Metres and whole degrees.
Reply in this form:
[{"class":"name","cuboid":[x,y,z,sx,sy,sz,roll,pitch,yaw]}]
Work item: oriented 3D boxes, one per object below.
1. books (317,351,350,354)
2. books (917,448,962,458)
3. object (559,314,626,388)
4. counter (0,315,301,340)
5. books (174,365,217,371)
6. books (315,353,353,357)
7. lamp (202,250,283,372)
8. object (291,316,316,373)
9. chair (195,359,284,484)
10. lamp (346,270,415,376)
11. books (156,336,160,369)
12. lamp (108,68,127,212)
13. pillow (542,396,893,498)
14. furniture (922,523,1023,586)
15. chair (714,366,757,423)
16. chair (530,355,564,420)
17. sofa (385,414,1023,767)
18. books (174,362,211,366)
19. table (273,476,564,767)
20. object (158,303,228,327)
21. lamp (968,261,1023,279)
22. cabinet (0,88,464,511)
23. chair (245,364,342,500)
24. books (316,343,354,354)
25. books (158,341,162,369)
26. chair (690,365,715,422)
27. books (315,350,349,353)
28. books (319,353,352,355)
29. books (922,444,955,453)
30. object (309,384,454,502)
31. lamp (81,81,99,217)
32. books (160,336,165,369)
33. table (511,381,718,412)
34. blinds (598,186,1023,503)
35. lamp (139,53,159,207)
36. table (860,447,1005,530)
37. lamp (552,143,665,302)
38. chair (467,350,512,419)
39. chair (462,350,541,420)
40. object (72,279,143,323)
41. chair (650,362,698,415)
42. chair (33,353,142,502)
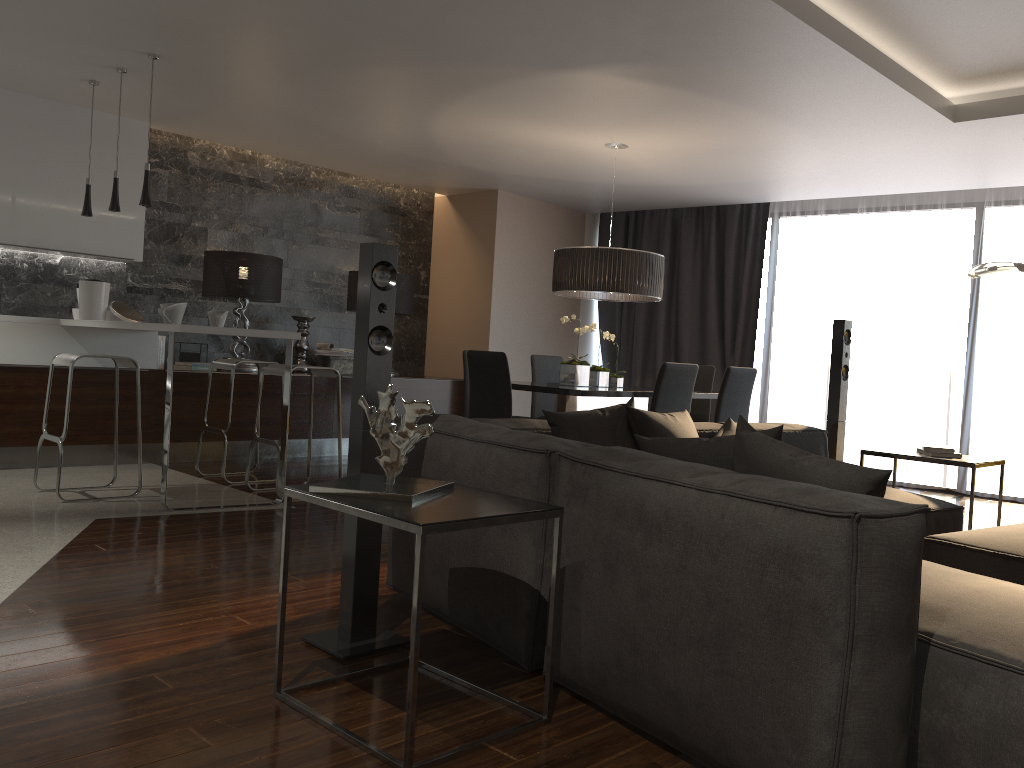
[{"class":"books","cuboid":[-1.585,-0.279,7.816,0.258,0.011,0.313,3,2,-8]},{"class":"books","cuboid":[2.250,0.364,4.641,0.162,0.023,0.233,4,2,5]},{"class":"object","cuboid":[0.566,-0.236,6.336,0.294,0.501,0.605,5,2,41]},{"class":"counter","cuboid":[-3.604,-0.402,4.382,2.548,0.041,4.251,5,3,45]},{"class":"books","cuboid":[-2.389,-0.121,6.632,0.173,0.034,0.252,4,2,23]},{"class":"books","cuboid":[-1.577,-0.257,7.815,0.253,0.011,0.319,4,2,2]},{"class":"lamp","cuboid":[-2.203,-0.579,7.154,0.563,0.933,0.622,4,1,35]},{"class":"object","cuboid":[-1.814,-0.343,7.605,0.209,0.485,0.208,4,1,2]},{"class":"chair","cuboid":[-1.818,0.240,5.951,0.398,0.800,0.454,5,2,44]},{"class":"lamp","cuboid":[-1.229,-0.550,8.139,0.614,0.933,0.571,3,1,-19]},{"class":"books","cuboid":[-2.661,-0.240,6.521,0.165,0.243,0.020,5,1,44]},{"class":"lamp","cuboid":[-2.347,-1.451,5.243,0.055,0.845,0.061,4,1,45]},{"class":"pillow","cuboid":[0.582,0.272,3.200,1.043,0.431,2.127,4,2,9]},{"class":"furniture","cuboid":[2.202,0.759,3.134,1.155,0.439,1.037,2,2,-36]},{"class":"chair","cuboid":[1.361,0.350,6.184,0.541,0.964,0.451,5,2,44]},{"class":"chair","cuboid":[0.442,0.263,7.083,0.541,0.964,0.451,5,2,44]},{"class":"sofa","cuboid":[1.213,0.567,3.147,2.617,0.703,2.593,2,2,-36]},{"class":"books","cuboid":[-2.385,-0.150,6.622,0.160,0.024,0.236,4,2,24]},{"class":"table","cuboid":[-0.251,0.575,2.310,0.568,0.563,0.475,5,2,44]},{"class":"object","cuboid":[-1.869,-0.405,5.142,0.462,0.133,0.178,2,2,-45]},{"class":"lamp","cuboid":[5.016,0.197,5.398,4.082,1.779,0.603,4,1,22]},{"class":"cabinet","cuboid":[-1.923,-0.584,4.881,4.210,2.500,7.299,5,2,45]},{"class":"chair","cuboid":[-1.342,0.285,5.486,0.398,0.800,0.454,5,2,44]},{"class":"books","cuboid":[-1.565,-0.304,7.886,0.287,0.109,0.306,2,2,-35]},{"class":"books","cuboid":[-2.646,-0.221,6.539,0.147,0.205,0.022,5,1,44]},{"class":"chair","cuboid":[1.287,0.318,7.019,0.405,0.964,0.603,5,2,45]},{"class":"books","cuboid":[-1.589,-0.290,7.808,0.255,0.011,0.316,3,2,-3]},{"class":"books","cuboid":[-1.572,-0.268,7.831,0.258,0.011,0.313,3,2,-8]},{"class":"books","cuboid":[2.254,0.341,4.655,0.150,0.022,0.212,4,2,21]},{"class":"object","cuboid":[-0.334,0.142,2.368,0.278,0.287,0.291,4,1,15]},{"class":"lamp","cuboid":[-2.659,-1.481,5.548,0.055,0.845,0.061,4,1,45]},{"class":"books","cuboid":[-2.642,-0.240,6.569,0.166,0.243,0.025,5,1,44]},{"class":"table","cuboid":[0.644,0.401,6.373,0.985,0.760,1.690,5,2,45]},{"class":"blinds","cuboid":[3.679,-0.499,7.369,7.114,2.893,0.787,5,2,36]},{"class":"lamp","cuboid":[-2.035,-1.421,4.938,0.055,0.845,0.061,4,1,45]},{"class":"table","cuboid":[2.211,0.654,4.666,0.568,0.563,0.475,5,2,44]},{"class":"lamp","cuboid":[0.720,-1.178,6.348,0.834,1.102,0.774,3,1,-21]},{"class":"chair","cuboid":[0.008,0.279,5.758,0.405,0.964,0.603,5,2,45]},{"class":"chair","cuboid":[-0.079,0.247,6.557,0.541,0.964,0.451,5,2,44]},{"class":"object","cuboid":[-2.930,-0.596,6.386,0.436,0.298,0.546,3,2,-33]},{"class":"chair","cuboid":[0.841,0.334,5.658,0.541,0.964,0.451,5,2,44]},{"class":"chair","cuboid":[-2.399,0.234,5.015,0.398,0.800,0.454,5,2,44]}]
